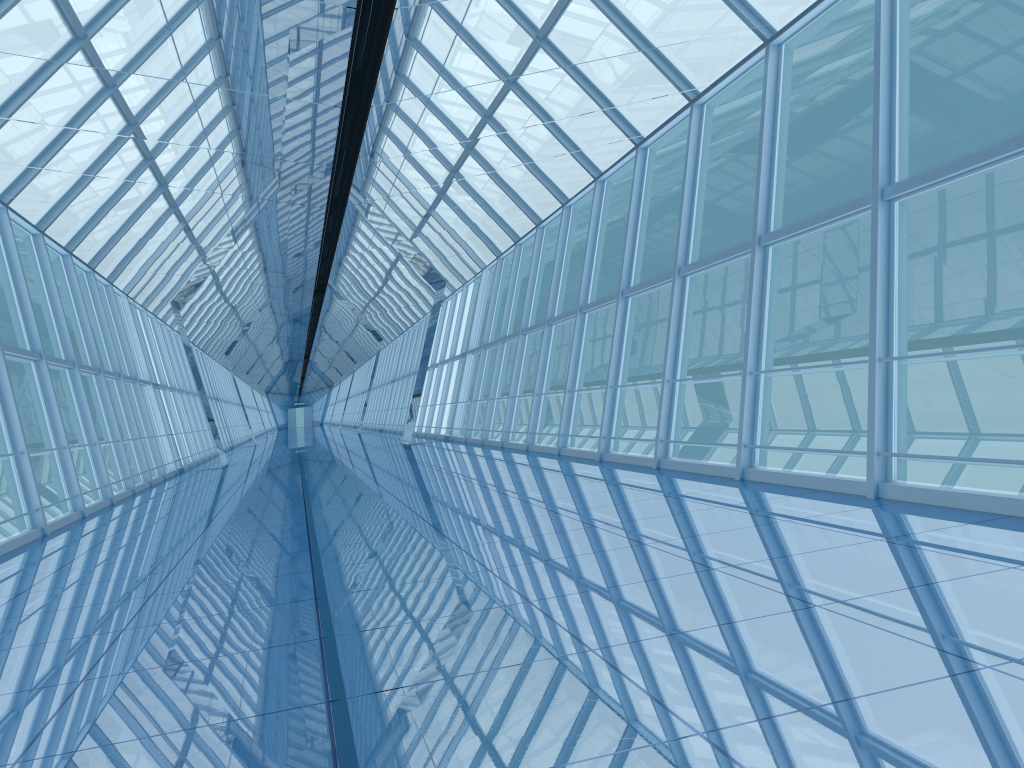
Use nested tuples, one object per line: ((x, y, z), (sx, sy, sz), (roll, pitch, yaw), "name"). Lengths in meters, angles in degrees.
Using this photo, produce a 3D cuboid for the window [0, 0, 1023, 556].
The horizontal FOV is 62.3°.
((-11.982, 0.582, 48.965), (9.974, 4.931, 105.138), (-5, -1, -15), "window")
